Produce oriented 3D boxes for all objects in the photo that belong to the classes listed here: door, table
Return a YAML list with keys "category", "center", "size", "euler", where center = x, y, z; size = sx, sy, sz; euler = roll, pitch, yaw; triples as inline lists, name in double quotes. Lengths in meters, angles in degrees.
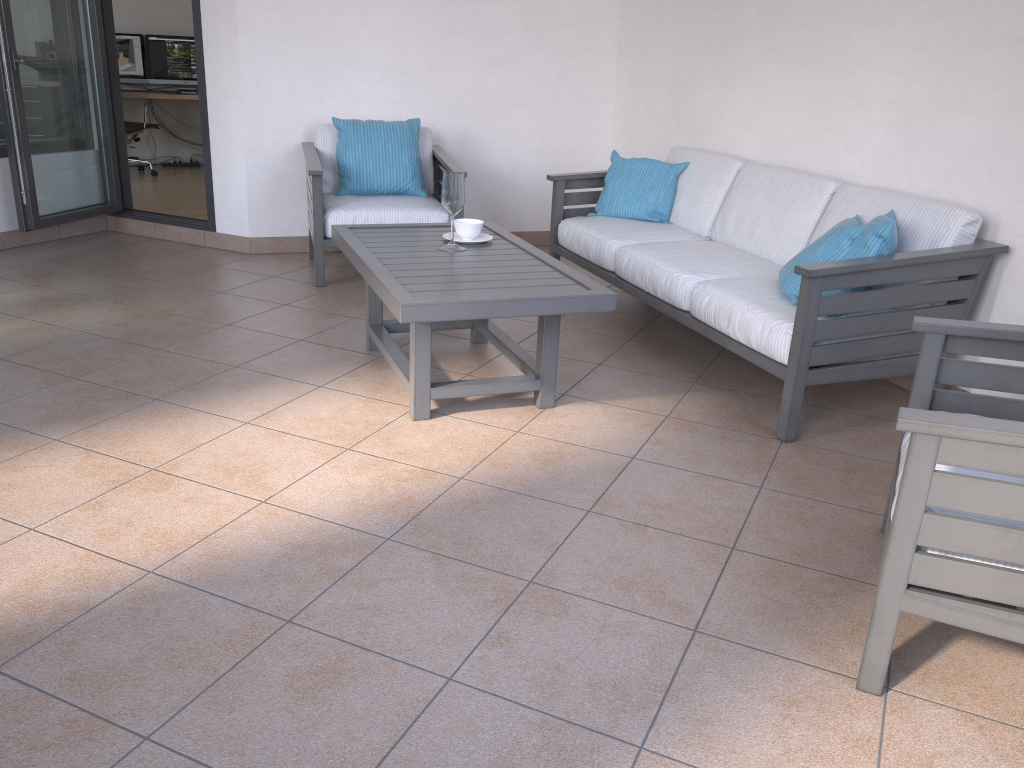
- category: "door"
  center: [-2.236, -2.071, 4.768]
  size: [0.905, 2.500, 0.924]
  euler: [12, 22, 23]
- category: "table"
  center: [-0.220, -0.257, 3.361]
  size: [0.710, 0.473, 1.260]
  euler: [-5, 22, -20]

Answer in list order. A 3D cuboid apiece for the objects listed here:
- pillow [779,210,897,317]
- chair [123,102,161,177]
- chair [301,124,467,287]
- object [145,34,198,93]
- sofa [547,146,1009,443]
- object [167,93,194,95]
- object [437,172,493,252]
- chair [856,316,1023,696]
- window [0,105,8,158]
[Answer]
- category: "pillow"
  center: [1.150, -0.449, 3.156]
  size: [0.377, 0.370, 0.543]
  euler: [10, 22, 18]
- category: "chair"
  center: [-3.788, -2.490, 8.407]
  size: [0.664, 0.991, 0.699]
  euler: [14, 23, 28]
- category: "chair"
  center: [-0.727, -1.009, 4.890]
  size: [0.797, 0.765, 0.807]
  euler: [-3, 21, -15]
- category: "object"
  center: [-3.306, -3.232, 8.972]
  size: [0.716, 0.535, 0.190]
  euler: [-3, 21, -15]
- category: "sofa"
  center: [0.917, -0.555, 3.891]
  size: [0.807, 0.765, 2.161]
  euler: [-5, 22, -20]
- category: "object"
  center: [-3.282, -2.878, 8.789]
  size: [0.250, 0.002, 0.200]
  euler: [-5, 22, -20]
- category: "object"
  center: [-0.205, -0.693, 3.462]
  size: [0.203, 0.284, 0.337]
  euler: [14, 23, 28]
- category: "chair"
  center: [1.221, 0.217, 1.865]
  size: [0.807, 0.765, 0.797]
  euler: [12, 22, 23]
- category: "window"
  center: [-3.672, -1.847, 2.977]
  size: [0.170, 2.402, 5.002]
  euler: [12, 22, 23]
